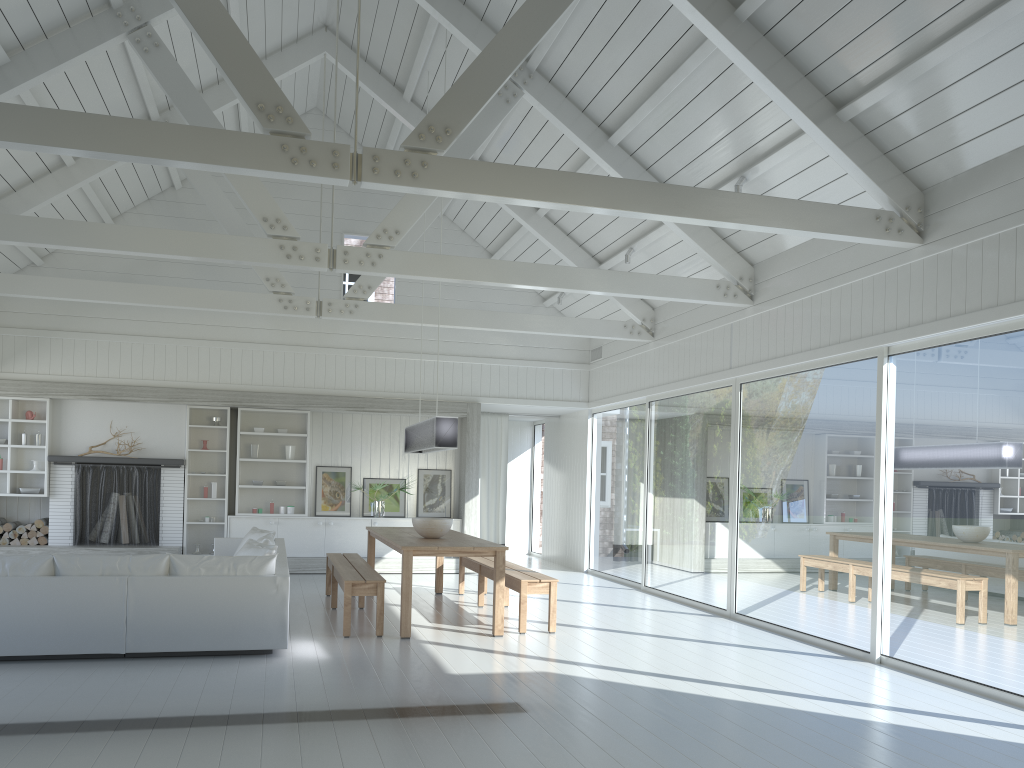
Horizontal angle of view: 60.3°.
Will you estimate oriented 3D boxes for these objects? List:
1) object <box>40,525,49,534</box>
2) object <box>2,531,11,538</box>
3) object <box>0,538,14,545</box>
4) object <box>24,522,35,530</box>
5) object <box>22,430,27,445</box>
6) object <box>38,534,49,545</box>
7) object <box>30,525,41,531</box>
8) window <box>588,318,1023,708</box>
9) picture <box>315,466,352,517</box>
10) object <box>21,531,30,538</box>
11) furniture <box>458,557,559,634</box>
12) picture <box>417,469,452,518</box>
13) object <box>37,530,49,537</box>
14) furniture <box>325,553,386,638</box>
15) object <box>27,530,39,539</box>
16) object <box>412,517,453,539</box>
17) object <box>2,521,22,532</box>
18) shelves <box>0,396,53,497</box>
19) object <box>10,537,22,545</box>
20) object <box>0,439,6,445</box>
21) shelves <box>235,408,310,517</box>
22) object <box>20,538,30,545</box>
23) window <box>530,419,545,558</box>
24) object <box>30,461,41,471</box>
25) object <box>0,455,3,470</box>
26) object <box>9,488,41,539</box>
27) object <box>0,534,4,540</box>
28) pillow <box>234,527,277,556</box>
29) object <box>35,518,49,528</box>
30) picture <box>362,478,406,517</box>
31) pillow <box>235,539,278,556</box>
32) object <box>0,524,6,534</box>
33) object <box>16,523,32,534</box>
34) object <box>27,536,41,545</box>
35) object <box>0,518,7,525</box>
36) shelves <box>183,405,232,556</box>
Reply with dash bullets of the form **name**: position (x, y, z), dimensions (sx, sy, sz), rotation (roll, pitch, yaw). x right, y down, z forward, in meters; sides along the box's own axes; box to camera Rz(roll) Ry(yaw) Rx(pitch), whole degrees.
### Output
- **object**: position (-5.996, 1.878, 11.411), dimensions (0.109, 0.109, 0.495), rotation (2, -6, -16)
- **object**: position (-6.418, 1.917, 11.285), dimensions (0.080, 0.080, 0.479), rotation (2, -6, -16)
- **object**: position (-6.437, 1.990, 11.302), dimensions (0.105, 0.115, 0.518), rotation (2, -6, -16)
- **object**: position (-6.176, 1.824, 11.349), dimensions (0.086, 0.091, 0.480), rotation (2, -6, -16)
- **object**: position (-6.170, 0.680, 11.156), dimensions (0.054, 0.196, 0.054), rotation (2, -1, -14)
- **object**: position (-6.020, 2.011, 11.406), dimensions (0.110, 0.111, 0.495), rotation (2, -6, -16)
- **object**: position (-6.115, 1.839, 11.366), dimensions (0.080, 0.080, 0.479), rotation (2, -6, -16)
- **window**: position (2.545, 1.037, 7.796), dimensions (0.080, 2.414, 10.961), rotation (1, -6, -15)
- **picture**: position (-2.499, 1.505, 12.349), dimensions (0.495, 0.703, 0.065), rotation (2, 0, -15)
- **object**: position (-6.212, 1.929, 11.340), dimensions (0.080, 0.080, 0.479), rotation (2, -6, -16)
- **furniture**: position (-0.110, 2.067, 8.924), dimensions (0.341, 0.470, 2.689), rotation (2, -6, -15)
- **picture**: position (-1.118, 1.581, 12.720), dimensions (0.495, 0.703, 0.065), rotation (2, 0, -15)
- **object**: position (-6.041, 1.926, 11.392), dimensions (0.080, 0.079, 0.479), rotation (2, -6, -16)
- **furniture**: position (-1.556, 1.987, 8.535), dimensions (0.341, 0.470, 2.689), rotation (2, -6, -15)
- **object**: position (-6.133, 1.930, 11.375), dimensions (0.109, 0.109, 0.495), rotation (2, -6, -16)
- **object**: position (-0.752, 1.361, 8.315), dimensions (0.390, 0.185, 0.390), rotation (4, -6, -24)
- **object**: position (-6.405, 1.825, 11.301), dimensions (0.109, 0.109, 0.495), rotation (2, -6, -16)
- **shelves**: position (-6.316, 0.804, 11.229), dimensions (0.866, 1.239, 0.549), rotation (2, -1, -15)
- **object**: position (-6.317, 2.030, 11.343), dimensions (0.134, 0.146, 0.549), rotation (2, -6, -15)
- **object**: position (-6.500, 0.726, 11.083), dimensions (0.242, 0.072, 0.243), rotation (5, -7, -30)
- **shelves**: position (-3.297, 1.090, 12.174), dimensions (0.940, 1.442, 0.605), rotation (2, -1, -15)
- **object**: position (-6.221, 2.022, 11.360), dimensions (0.108, 0.106, 0.516), rotation (2, -6, -16)
- **window**: position (0.488, 1.850, 15.570), dimensions (0.038, 2.426, 0.946), rotation (1, -1, -15)
- **object**: position (-6.045, 1.040, 11.188), dimensions (0.137, 0.130, 0.137), rotation (3, -4, -27)
- **object**: position (-6.435, 0.985, 11.086), dimensions (0.054, 0.196, 0.054), rotation (2, -1, -14)
- **object**: position (-6.253, 1.652, 11.304), dimensions (0.342, 0.643, 0.613), rotation (2, -3, -30)
- **object**: position (-6.545, 1.982, 11.265), dimensions (0.110, 0.111, 0.495), rotation (2, -6, -16)
- **pillow**: position (-2.662, 1.775, 9.193), dimensions (0.463, 0.476, 2.062), rotation (3, -6, -22)
- **object**: position (-6.055, 1.794, 11.396), dimensions (0.110, 0.111, 0.495), rotation (2, -6, -16)
- **picture**: position (-1.815, 1.619, 12.544), dimensions (0.609, 0.553, 0.053), rotation (2, 0, -15)
- **pillow**: position (-2.268, 1.604, 7.577), dimensions (0.466, 0.477, 1.321), rotation (3, -6, -23)
- **object**: position (-6.506, 1.855, 11.274), dimensions (0.109, 0.109, 0.495), rotation (2, -6, -16)
- **object**: position (-6.258, 1.860, 11.341), dimensions (0.109, 0.109, 0.495), rotation (2, -6, -16)
- **object**: position (-6.124, 2.023, 11.394), dimensions (0.134, 0.146, 0.549), rotation (2, -6, -15)
- **object**: position (-6.572, 1.772, 11.257), dimensions (0.110, 0.111, 0.495), rotation (2, -6, -16)
- **shelves**: position (-4.118, 1.321, 11.954), dimensions (0.541, 1.999, 0.605), rotation (2, -1, -15)
